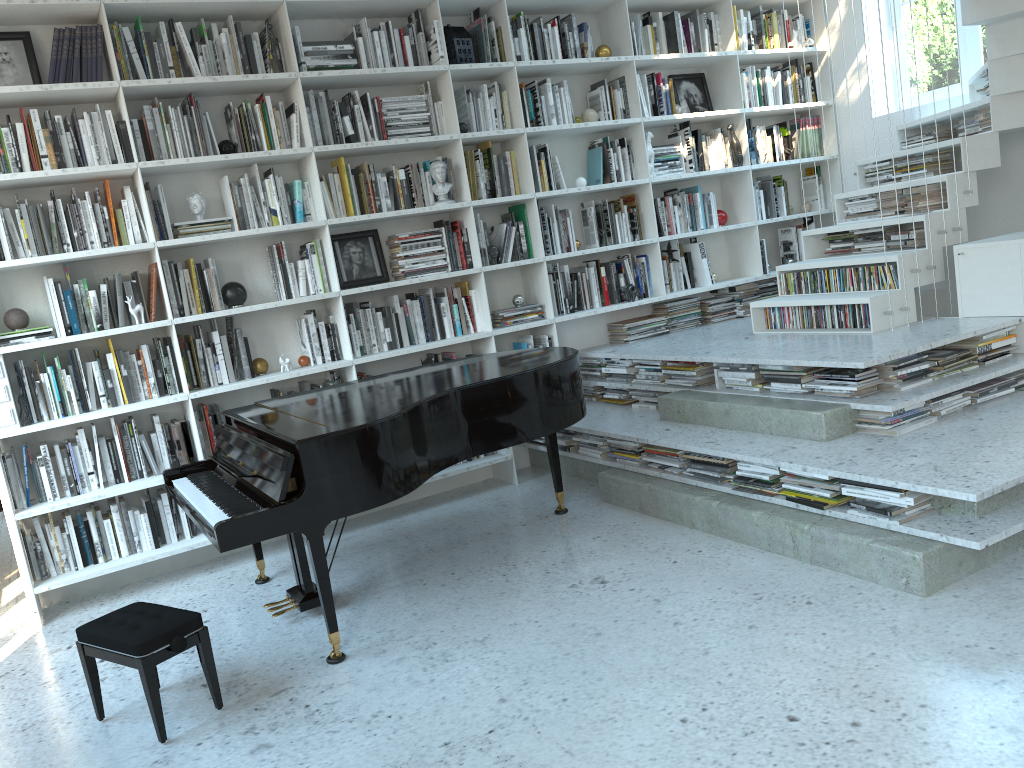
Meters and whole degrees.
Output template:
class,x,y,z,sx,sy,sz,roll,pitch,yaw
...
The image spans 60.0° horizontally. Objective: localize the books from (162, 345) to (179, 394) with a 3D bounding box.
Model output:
class,x,y,z,sx,sy,sz,roll,pitch,yaw
books,-1.704,-0.073,4.425,0.010,0.240,0.174,-14,10,-27

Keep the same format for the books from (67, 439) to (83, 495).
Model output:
class,x,y,z,sx,sy,sz,roll,pitch,yaw
books,-2.089,0.394,4.237,0.010,0.253,0.177,-14,10,-27

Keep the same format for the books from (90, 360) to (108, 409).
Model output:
class,x,y,z,sx,sy,sz,roll,pitch,yaw
books,-1.993,0.001,4.278,0.027,0.230,0.159,-14,10,-27

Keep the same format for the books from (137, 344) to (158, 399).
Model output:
class,x,y,z,sx,sy,sz,roll,pitch,yaw
books,-1.795,-0.063,4.370,0.021,0.266,0.185,-14,10,-27

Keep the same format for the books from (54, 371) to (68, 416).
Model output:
class,x,y,z,sx,sy,sz,roll,pitch,yaw
books,-2.147,0.045,4.217,0.016,0.211,0.145,-14,10,-27

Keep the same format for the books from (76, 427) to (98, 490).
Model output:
class,x,y,z,sx,sy,sz,roll,pitch,yaw
books,-2.053,0.357,4.283,0.027,0.300,0.142,-14,10,-27

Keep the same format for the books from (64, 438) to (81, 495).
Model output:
class,x,y,z,sx,sy,sz,roll,pitch,yaw
books,-2.102,0.394,4.236,0.013,0.257,0.189,-14,10,-27

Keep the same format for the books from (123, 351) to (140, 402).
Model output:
class,x,y,z,sx,sy,sz,roll,pitch,yaw
books,-1.868,-0.038,4.337,0.028,0.249,0.158,-14,10,-27

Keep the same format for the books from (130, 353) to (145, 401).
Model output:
class,x,y,z,sx,sy,sz,roll,pitch,yaw
books,-1.851,-0.034,4.363,0.025,0.229,0.153,-14,10,-27

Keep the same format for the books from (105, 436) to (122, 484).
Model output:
class,x,y,z,sx,sy,sz,roll,pitch,yaw
books,-1.954,0.371,4.337,0.028,0.225,0.134,-14,10,-27

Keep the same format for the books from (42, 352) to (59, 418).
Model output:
class,x,y,z,sx,sy,sz,roll,pitch,yaw
books,-2.177,0.002,4.180,0.006,0.315,0.145,-14,10,-27

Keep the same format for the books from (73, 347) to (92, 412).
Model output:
class,x,y,z,sx,sy,sz,roll,pitch,yaw
books,-2.054,-0.023,4.242,0.012,0.307,0.189,-14,10,-27

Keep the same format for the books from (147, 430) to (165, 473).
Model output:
class,x,y,z,sx,sy,sz,roll,pitch,yaw
books,-1.781,0.339,4.441,0.030,0.203,0.141,-14,10,-27

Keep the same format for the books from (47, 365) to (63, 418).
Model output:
class,x,y,z,sx,sy,sz,roll,pitch,yaw
books,-2.161,0.035,4.189,0.014,0.243,0.171,-14,10,-27

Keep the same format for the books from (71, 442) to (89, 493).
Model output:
class,x,y,z,sx,sy,sz,roll,pitch,yaw
books,-2.077,0.400,4.259,0.028,0.230,0.157,-14,10,-27

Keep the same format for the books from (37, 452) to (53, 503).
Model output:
class,x,y,z,sx,sy,sz,roll,pitch,yaw
books,-2.204,0.437,4.183,0.022,0.221,0.187,-14,10,-27

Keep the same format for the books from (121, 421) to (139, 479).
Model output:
class,x,y,z,sx,sy,sz,roll,pitch,yaw
books,-1.886,0.324,4.380,0.013,0.284,0.139,-14,10,-27

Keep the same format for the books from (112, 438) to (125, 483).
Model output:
class,x,y,z,sx,sy,sz,roll,pitch,yaw
books,-1.934,0.375,4.347,0.013,0.209,0.154,-14,10,-27

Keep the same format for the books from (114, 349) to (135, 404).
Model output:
class,x,y,z,sx,sy,sz,roll,pitch,yaw
books,-1.891,-0.037,4.319,0.028,0.261,0.181,-14,10,-27

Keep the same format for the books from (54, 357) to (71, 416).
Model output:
class,x,y,z,sx,sy,sz,roll,pitch,yaw
books,-2.137,0.010,4.210,0.009,0.278,0.157,-14,10,-27

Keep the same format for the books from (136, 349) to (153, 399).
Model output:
class,x,y,z,sx,sy,sz,roll,pitch,yaw
books,-1.816,-0.051,4.379,0.010,0.246,0.160,-14,10,-27

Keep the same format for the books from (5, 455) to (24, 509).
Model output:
class,x,y,z,sx,sy,sz,roll,pitch,yaw
books,-2.315,0.453,4.134,0.029,0.239,0.154,-14,10,-27

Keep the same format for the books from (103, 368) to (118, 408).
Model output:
class,x,y,z,sx,sy,sz,roll,pitch,yaw
books,-1.948,0.016,4.292,0.029,0.182,0.190,-14,10,-27

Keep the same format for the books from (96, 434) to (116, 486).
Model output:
class,x,y,z,sx,sy,sz,roll,pitch,yaw
books,-1.982,0.370,4.326,0.031,0.239,0.132,-14,10,-27

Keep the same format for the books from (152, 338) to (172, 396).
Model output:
class,x,y,z,sx,sy,sz,roll,pitch,yaw
books,-1.735,-0.088,4.400,0.014,0.287,0.179,-14,10,-27

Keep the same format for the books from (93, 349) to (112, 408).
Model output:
class,x,y,z,sx,sy,sz,roll,pitch,yaw
books,-1.979,-0.029,4.283,0.014,0.282,0.150,-14,10,-27

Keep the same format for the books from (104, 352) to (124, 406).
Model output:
class,x,y,z,sx,sy,sz,roll,pitch,yaw
books,-1.935,-0.025,4.308,0.026,0.254,0.176,-14,10,-27

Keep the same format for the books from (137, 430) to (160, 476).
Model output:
class,x,y,z,sx,sy,sz,roll,pitch,yaw
books,-1.812,0.343,4.404,0.058,0.216,0.177,-14,10,-27

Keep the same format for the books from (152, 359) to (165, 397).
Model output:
class,x,y,z,sx,sy,sz,roll,pitch,yaw
books,-1.760,-0.032,4.412,0.041,0.182,0.141,-14,10,-27

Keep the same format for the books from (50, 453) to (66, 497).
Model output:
class,x,y,z,sx,sy,sz,roll,pitch,yaw
books,-2.169,0.434,4.233,0.025,0.200,0.137,-14,10,-27

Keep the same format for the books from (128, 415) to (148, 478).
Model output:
class,x,y,z,sx,sy,sz,roll,pitch,yaw
books,-1.849,0.309,4.379,0.013,0.301,0.172,-14,10,-27

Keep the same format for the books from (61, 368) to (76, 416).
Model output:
class,x,y,z,sx,sy,sz,roll,pitch,yaw
books,-2.108,0.035,4.208,0.015,0.219,0.190,-14,10,-27

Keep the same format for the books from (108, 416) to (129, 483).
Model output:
class,x,y,z,sx,sy,sz,roll,pitch,yaw
books,-1.922,0.316,4.326,0.014,0.326,0.170,-14,10,-27

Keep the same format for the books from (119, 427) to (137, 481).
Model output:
class,x,y,z,sx,sy,sz,roll,pitch,yaw
books,-1.900,0.342,4.370,0.029,0.255,0.152,-14,10,-27

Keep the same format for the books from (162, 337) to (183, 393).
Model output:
class,x,y,z,sx,sy,sz,roll,pitch,yaw
books,-1.703,-0.097,4.449,0.024,0.281,0.135,-14,10,-27

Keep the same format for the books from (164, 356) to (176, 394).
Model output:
class,x,y,z,sx,sy,sz,roll,pitch,yaw
books,-1.727,-0.045,4.445,0.023,0.187,0.130,-14,10,-27

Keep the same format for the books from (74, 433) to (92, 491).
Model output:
class,x,y,z,sx,sy,sz,roll,pitch,yaw
books,-2.072,0.374,4.282,0.013,0.274,0.146,-14,10,-27

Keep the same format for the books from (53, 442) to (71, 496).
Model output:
class,x,y,z,sx,sy,sz,roll,pitch,yaw
books,-2.155,0.406,4.244,0.022,0.248,0.133,-14,10,-27

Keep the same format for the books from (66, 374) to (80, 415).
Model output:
class,x,y,z,sx,sy,sz,roll,pitch,yaw
books,-2.089,0.047,4.214,0.016,0.189,0.183,-14,10,-27

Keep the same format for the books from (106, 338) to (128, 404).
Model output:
class,x,y,z,sx,sy,sz,roll,pitch,yaw
books,-1.921,-0.063,4.310,0.021,0.323,0.171,-14,10,-27

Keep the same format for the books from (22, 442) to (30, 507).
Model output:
class,x,y,z,sx,sy,sz,roll,pitch,yaw
books,-2.271,0.421,4.147,0.052,0.284,0.172,-14,10,-27

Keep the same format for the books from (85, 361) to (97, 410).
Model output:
class,x,y,z,sx,sy,sz,roll,pitch,yaw
books,-2.032,0.007,4.277,0.045,0.230,0.138,-14,10,-27

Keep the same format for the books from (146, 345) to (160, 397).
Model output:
class,x,y,z,sx,sy,sz,roll,pitch,yaw
books,-1.789,-0.065,4.394,0.013,0.260,0.142,-14,10,-27

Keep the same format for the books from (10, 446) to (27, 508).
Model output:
class,x,y,z,sx,sy,sz,roll,pitch,yaw
books,-2.294,0.431,4.126,0.011,0.277,0.189,-14,10,-27

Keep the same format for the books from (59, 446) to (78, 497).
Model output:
class,x,y,z,sx,sy,sz,roll,pitch,yaw
books,-2.115,0.414,4.227,0.027,0.223,0.188,-14,10,-27

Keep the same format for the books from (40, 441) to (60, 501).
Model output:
class,x,y,z,sx,sy,sz,roll,pitch,yaw
books,-2.188,0.409,4.197,0.029,0.267,0.171,-14,10,-27

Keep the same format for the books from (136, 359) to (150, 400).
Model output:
class,x,y,z,sx,sy,sz,roll,pitch,yaw
books,-1.828,-0.022,4.380,0.023,0.194,0.140,-14,10,-27

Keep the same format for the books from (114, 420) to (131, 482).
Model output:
class,x,y,z,sx,sy,sz,roll,pitch,yaw
books,-1.912,0.328,4.342,0.012,0.296,0.176,-14,10,-27

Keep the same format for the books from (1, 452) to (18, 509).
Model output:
class,x,y,z,sx,sy,sz,roll,pitch,yaw
books,-2.341,0.449,4.135,0.012,0.254,0.160,-14,10,-27

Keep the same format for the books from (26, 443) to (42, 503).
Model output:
class,x,y,z,sx,sy,sz,roll,pitch,yaw
books,-2.253,0.418,4.179,0.010,0.274,0.150,-14,10,-27

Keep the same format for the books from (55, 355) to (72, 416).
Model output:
class,x,y,z,sx,sy,sz,roll,pitch,yaw
books,-2.120,0.005,4.193,0.007,0.287,0.182,-14,10,-27

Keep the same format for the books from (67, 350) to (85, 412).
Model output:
class,x,y,z,sx,sy,sz,roll,pitch,yaw
books,-2.091,-0.015,4.250,0.009,0.300,0.141,-14,10,-27

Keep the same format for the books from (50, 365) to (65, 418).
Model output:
class,x,y,z,sx,sy,sz,roll,pitch,yaw
books,-2.145,0.032,4.182,0.009,0.245,0.184,-14,10,-27

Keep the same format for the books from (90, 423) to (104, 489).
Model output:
class,x,y,z,sx,sy,sz,roll,pitch,yaw
books,-2.007,0.345,4.287,0.039,0.308,0.172,-14,10,-27

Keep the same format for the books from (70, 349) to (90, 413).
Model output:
class,x,y,z,sx,sy,sz,roll,pitch,yaw
books,-2.061,-0.016,4.225,0.019,0.301,0.180,-14,10,-27

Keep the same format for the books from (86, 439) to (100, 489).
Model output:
class,x,y,z,sx,sy,sz,roll,pitch,yaw
books,-2.033,0.386,4.299,0.012,0.233,0.148,-14,10,-27

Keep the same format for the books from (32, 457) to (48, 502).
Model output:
class,x,y,z,sx,sy,sz,roll,pitch,yaw
books,-2.232,0.451,4.194,0.024,0.198,0.148,-14,10,-27

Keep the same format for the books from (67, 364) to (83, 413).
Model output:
class,x,y,z,sx,sy,sz,roll,pitch,yaw
books,-2.095,0.022,4.248,0.016,0.231,0.136,-14,10,-27

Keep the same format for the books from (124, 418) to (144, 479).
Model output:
class,x,y,z,sx,sy,sz,roll,pitch,yaw
books,-1.865,0.317,4.377,0.022,0.291,0.137,-14,10,-27
